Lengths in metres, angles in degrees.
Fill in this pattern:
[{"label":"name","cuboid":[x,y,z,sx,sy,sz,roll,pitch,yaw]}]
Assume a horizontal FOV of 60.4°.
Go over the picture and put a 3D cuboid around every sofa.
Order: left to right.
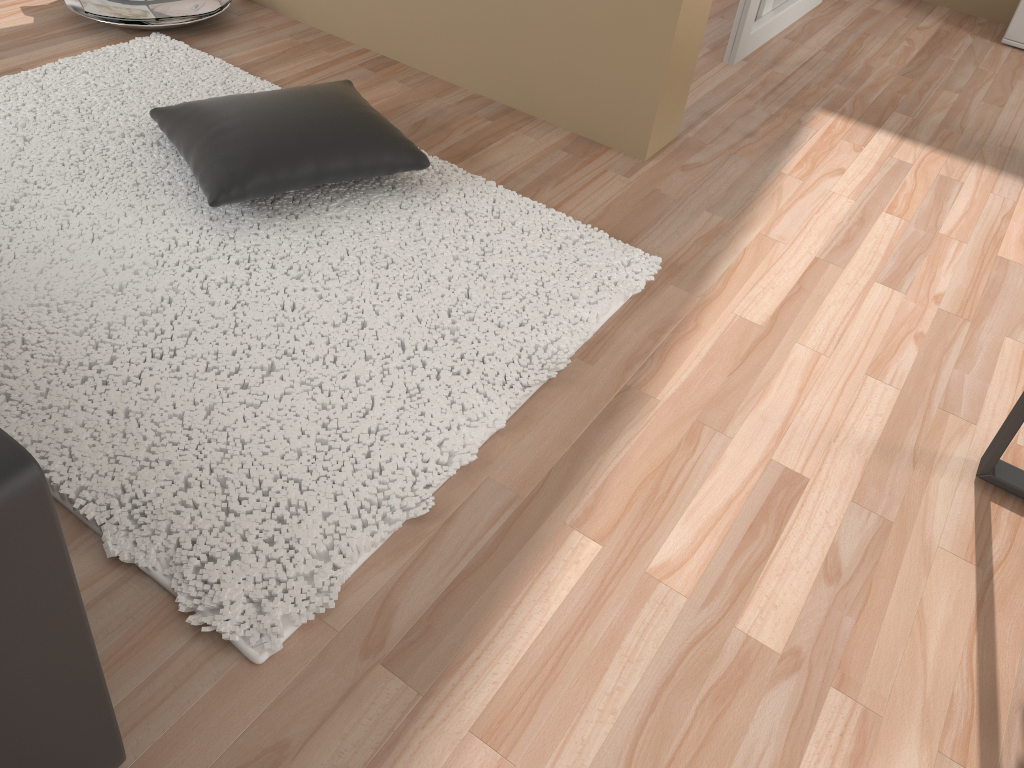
[{"label":"sofa","cuboid":[-1.628,-0.052,1.069,2.304,0.788,0.989,29,44,22]}]

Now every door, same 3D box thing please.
[{"label":"door","cuboid":[1.371,-2.572,3.232,0.061,2.494,1.236,26,42,20]}]

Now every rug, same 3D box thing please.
[{"label":"rug","cuboid":[-0.806,-0.397,2.211,2.065,0.043,1.507,28,44,22]}]

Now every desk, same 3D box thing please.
[{"label":"desk","cuboid":[1.783,-0.291,2.050,0.820,0.648,1.666,27,43,21]}]

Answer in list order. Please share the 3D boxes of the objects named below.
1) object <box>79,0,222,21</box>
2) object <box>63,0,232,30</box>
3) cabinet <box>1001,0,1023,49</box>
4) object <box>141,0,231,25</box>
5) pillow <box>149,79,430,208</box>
[{"label":"object","cuboid":[-1.353,-1.447,3.275,0.504,0.091,0.360,-14,45,-24]},{"label":"object","cuboid":[-1.348,-1.417,3.283,0.585,0.060,0.620,11,40,3]},{"label":"cabinet","cuboid":[3.120,-1.766,3.710,1.554,1.022,0.433,29,43,22]},{"label":"object","cuboid":[-1.339,-1.471,3.323,0.509,0.091,0.356,28,44,22]},{"label":"pillow","cuboid":[-0.619,-0.682,2.432,0.617,0.198,0.609,-17,46,-27]}]
